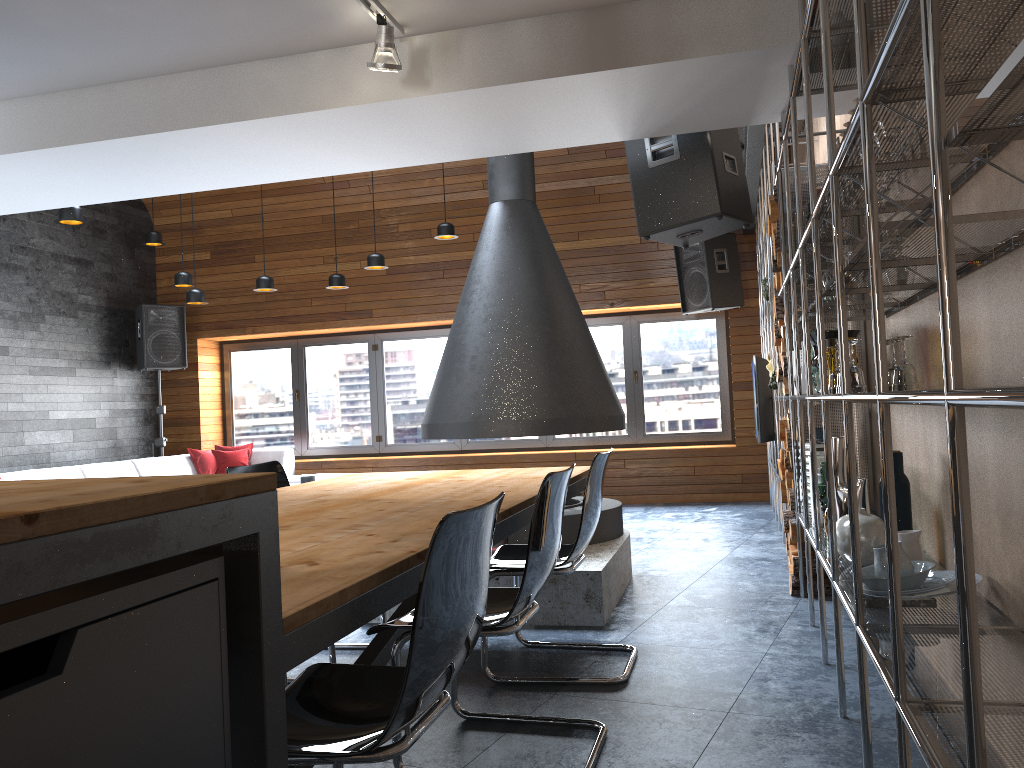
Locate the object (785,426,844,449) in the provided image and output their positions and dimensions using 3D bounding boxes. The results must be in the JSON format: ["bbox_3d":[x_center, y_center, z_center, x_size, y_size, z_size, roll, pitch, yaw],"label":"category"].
[{"bbox_3d":[1.532,0.264,4.454,0.299,0.114,0.135,-3,-2,12],"label":"object"}]

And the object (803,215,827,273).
[{"bbox_3d":[1.389,-0.646,4.099,0.113,0.253,0.112,-3,-2,14],"label":"object"}]

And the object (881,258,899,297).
[{"bbox_3d":[1.277,-0.362,3.014,0.092,0.124,0.092,-4,-2,40],"label":"object"}]

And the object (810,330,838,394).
[{"bbox_3d":[1.324,-0.090,3.735,0.144,0.264,0.142,-4,-2,44],"label":"object"}]

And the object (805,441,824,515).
[{"bbox_3d":[1.485,0.453,4.265,0.140,0.347,0.139,-3,-2,-6],"label":"object"}]

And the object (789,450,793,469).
[{"bbox_3d":[1.548,0.361,4.434,0.309,0.121,0.111,-3,-2,13],"label":"object"}]

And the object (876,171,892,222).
[{"bbox_3d":[1.251,-0.634,3.004,0.070,0.184,0.071,-2,-2,-10],"label":"object"}]

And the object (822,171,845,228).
[{"bbox_3d":[1.094,-0.626,3.010,0.070,0.184,0.071,-2,-2,-10],"label":"object"}]

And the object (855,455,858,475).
[{"bbox_3d":[1.584,0.424,4.477,0.286,0.143,0.143,-3,-2,14],"label":"object"}]

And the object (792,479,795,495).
[{"bbox_3d":[1.557,0.504,4.422,0.303,0.088,0.095,-3,-2,12],"label":"object"}]

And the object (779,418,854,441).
[{"bbox_3d":[1.560,0.235,4.553,0.362,0.115,0.098,-3,-2,13],"label":"object"}]

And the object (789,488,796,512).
[{"bbox_3d":[1.541,0.574,4.446,0.287,0.112,0.126,-3,-2,14],"label":"object"}]

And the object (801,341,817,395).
[{"bbox_3d":[1.389,-0.075,3.952,0.165,0.241,0.175,-1,-2,-40],"label":"object"}]

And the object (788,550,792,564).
[{"bbox_3d":[1.642,0.927,4.707,0.330,0.098,0.103,-3,-2,11],"label":"object"}]

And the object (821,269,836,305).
[{"bbox_3d":[1.153,-0.350,3.207,0.092,0.124,0.092,-4,-2,40],"label":"object"}]

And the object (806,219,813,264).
[{"bbox_3d":[1.337,-0.629,3.940,0.058,0.215,0.077,-4,-2,40],"label":"object"}]

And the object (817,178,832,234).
[{"bbox_3d":[1.112,-0.624,3.118,0.070,0.184,0.071,-2,-2,-10],"label":"object"}]

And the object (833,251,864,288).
[{"bbox_3d":[1.075,-0.357,2.838,0.092,0.124,0.092,-4,-2,40],"label":"object"}]

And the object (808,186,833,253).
[{"bbox_3d":[1.238,-0.655,3.521,0.126,0.255,0.127,-2,-2,-33],"label":"object"}]

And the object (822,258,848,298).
[{"bbox_3d":[1.085,-0.354,2.960,0.092,0.124,0.092,-4,-2,40],"label":"object"}]

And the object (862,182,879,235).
[{"bbox_3d":[1.298,-0.631,3.204,0.070,0.184,0.071,-2,-2,-10],"label":"object"}]

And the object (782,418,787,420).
[{"bbox_3d":[1.622,0.234,4.823,0.299,0.119,0.151,-3,-2,17],"label":"object"}]

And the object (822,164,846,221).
[{"bbox_3d":[1.063,-0.627,2.920,0.070,0.184,0.071,-2,-2,-10],"label":"object"}]

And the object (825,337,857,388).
[{"bbox_3d":[1.240,-0.068,3.351,0.120,0.206,0.120,-2,-2,-29],"label":"object"}]

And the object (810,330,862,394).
[{"bbox_3d":[1.288,-0.084,3.542,0.218,0.244,0.216,-3,-2,4],"label":"object"}]

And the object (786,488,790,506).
[{"bbox_3d":[1.595,0.574,4.638,0.299,0.114,0.135,-3,-2,12],"label":"object"}]

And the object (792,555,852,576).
[{"bbox_3d":[1.564,0.902,4.414,0.321,0.109,0.110,-3,-2,15],"label":"object"}]

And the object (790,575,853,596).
[{"bbox_3d":[1.547,1.004,4.423,0.312,0.110,0.103,-3,-2,10],"label":"object"}]

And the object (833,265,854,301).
[{"bbox_3d":[1.150,-0.354,3.080,0.092,0.124,0.092,-4,-2,40],"label":"object"}]

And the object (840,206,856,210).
[{"bbox_3d":[1.053,-0.630,2.815,0.070,0.184,0.071,-2,-2,-10],"label":"object"}]

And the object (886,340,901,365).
[{"bbox_3d":[1.292,-0.060,3.009,0.081,0.170,0.081,-3,-2,10],"label":"object"}]

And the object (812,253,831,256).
[{"bbox_3d":[1.273,-0.581,3.640,0.108,0.109,0.109,-4,-2,40],"label":"object"}]

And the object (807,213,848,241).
[{"bbox_3d":[1.201,-0.605,3.377,0.148,0.149,0.149,-2,-2,-33],"label":"object"}]

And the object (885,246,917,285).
[{"bbox_3d":[1.217,-0.365,2.775,0.092,0.124,0.092,-4,-2,40],"label":"object"}]

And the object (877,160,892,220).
[{"bbox_3d":[1.215,-0.635,2.905,0.070,0.184,0.071,-2,-2,-10],"label":"object"}]

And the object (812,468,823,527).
[{"bbox_3d":[1.398,0.497,3.890,0.171,0.245,0.146,-4,-2,44],"label":"object"}]

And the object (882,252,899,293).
[{"bbox_3d":[1.246,-0.364,2.892,0.092,0.124,0.092,-4,-2,40],"label":"object"}]

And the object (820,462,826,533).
[{"bbox_3d":[1.352,0.469,3.686,0.125,0.295,0.130,-4,-2,39],"label":"object"}]

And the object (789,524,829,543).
[{"bbox_3d":[1.559,0.742,4.423,0.331,0.105,0.105,-3,-2,11],"label":"object"}]

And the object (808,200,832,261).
[{"bbox_3d":[1.296,-0.658,3.745,0.092,0.268,0.092,-4,-2,37],"label":"object"}]

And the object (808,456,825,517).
[{"bbox_3d":[1.425,0.479,4.083,0.092,0.287,0.148,-3,-2,14],"label":"object"}]

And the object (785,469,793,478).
[{"bbox_3d":[1.589,0.460,4.658,0.288,0.118,0.147,-3,-2,10],"label":"object"}]

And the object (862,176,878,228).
[{"bbox_3d":[1.259,-0.632,3.105,0.070,0.184,0.071,-2,-2,-10],"label":"object"}]

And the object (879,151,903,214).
[{"bbox_3d":[1.199,-0.637,2.812,0.070,0.184,0.071,-2,-2,-10],"label":"object"}]

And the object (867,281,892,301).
[{"bbox_3d":[1.314,-0.359,3.161,0.092,0.124,0.092,-4,-2,40],"label":"object"}]

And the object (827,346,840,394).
[{"bbox_3d":[1.176,-0.049,3.195,0.081,0.170,0.081,-4,-2,40],"label":"object"}]

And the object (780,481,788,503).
[{"bbox_3d":[1.631,0.570,4.759,0.362,0.131,0.154,-3,-2,14],"label":"object"}]

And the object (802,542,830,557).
[{"bbox_3d":[1.584,0.796,4.453,0.288,0.135,0.109,-3,-2,18],"label":"object"}]

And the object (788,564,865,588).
[{"bbox_3d":[1.632,0.993,4.505,0.428,0.131,0.154,-3,-2,14],"label":"object"}]

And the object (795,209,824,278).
[{"bbox_3d":[1.430,-0.674,4.254,0.122,0.313,0.122,-4,-2,34],"label":"object"}]

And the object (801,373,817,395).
[{"bbox_3d":[1.425,-0.028,4.135,0.151,0.154,0.151,-3,-2,17],"label":"object"}]

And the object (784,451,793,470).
[{"bbox_3d":[1.587,0.394,4.604,0.331,0.110,0.101,-3,-2,16],"label":"object"}]

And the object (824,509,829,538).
[{"bbox_3d":[1.255,0.518,3.352,0.145,0.188,0.145,-3,-2,6],"label":"object"}]

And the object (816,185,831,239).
[{"bbox_3d":[1.142,-0.623,3.209,0.070,0.184,0.071,-2,-2,-10],"label":"object"}]

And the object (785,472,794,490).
[{"bbox_3d":[1.582,0.496,4.569,0.330,0.098,0.103,-3,-2,11],"label":"object"}]

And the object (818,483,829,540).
[{"bbox_3d":[1.303,0.505,3.510,0.161,0.219,0.157,-2,-2,-29],"label":"object"}]

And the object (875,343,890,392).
[{"bbox_3d":[1.318,-0.058,3.131,0.081,0.170,0.081,-4,-2,40],"label":"object"}]
